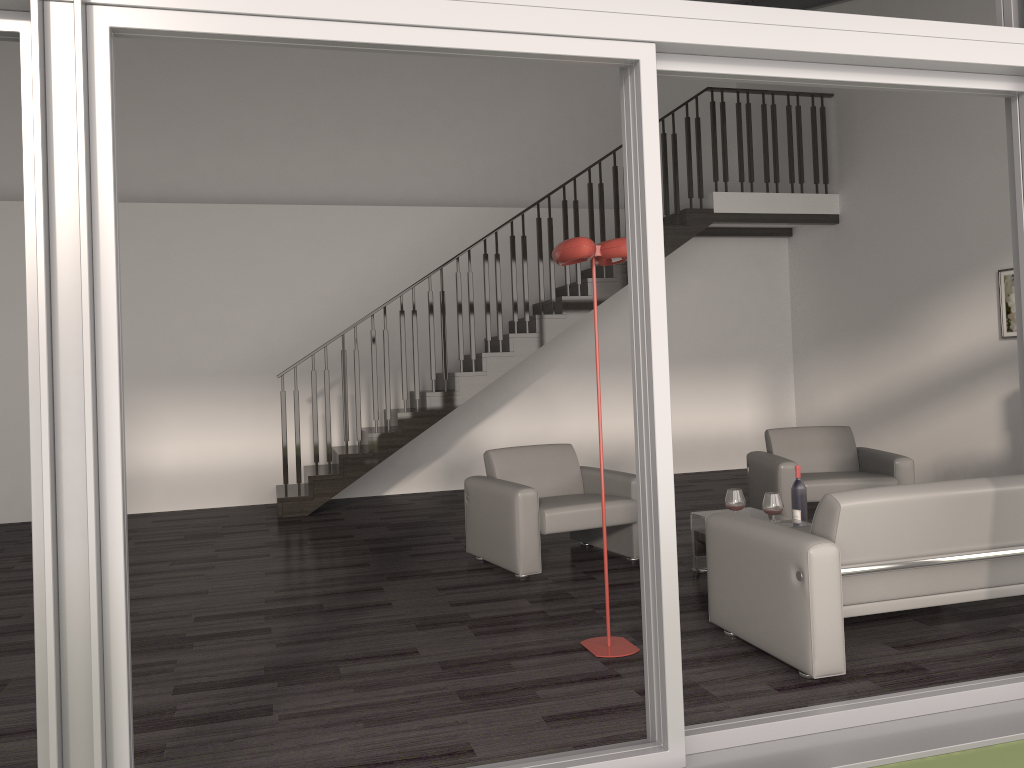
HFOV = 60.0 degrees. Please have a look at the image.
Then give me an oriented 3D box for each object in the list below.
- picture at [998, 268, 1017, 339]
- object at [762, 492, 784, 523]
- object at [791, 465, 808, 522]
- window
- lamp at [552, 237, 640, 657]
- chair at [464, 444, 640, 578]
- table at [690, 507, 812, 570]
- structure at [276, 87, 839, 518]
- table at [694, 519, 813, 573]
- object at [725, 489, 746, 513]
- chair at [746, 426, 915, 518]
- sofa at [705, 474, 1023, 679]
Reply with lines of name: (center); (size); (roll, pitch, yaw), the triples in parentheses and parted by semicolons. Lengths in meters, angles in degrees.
picture: (4.176, -0.671, 7.286); (0.026, 0.578, 0.393); (-2, -1, -15)
object: (1.436, 0.678, 4.873); (0.116, 0.156, 0.115); (-2, -1, -25)
object: (1.665, 0.658, 5.140); (0.093, 0.371, 0.092); (-2, -1, -17)
window: (0.419, -0.561, 2.737); (9.748, 3.475, 0.385); (-2, -1, -16)
lamp: (0.392, 0.260, 3.907); (0.353, 1.790, 0.364); (-2, -1, -15)
chair: (0.294, 0.778, 5.728); (0.963, 0.718, 0.909); (-2, 0, -25)
table: (1.350, 0.928, 4.997); (0.400, 0.342, 0.680); (-2, 0, -15)
structure: (0.755, -0.983, 9.272); (6.344, 4.098, 0.999); (-2, -1, -16)
table: (1.737, 0.966, 5.103); (1.200, 0.250, 0.600); (-2, 1, -16)
object: (1.276, 0.681, 5.067); (0.116, 0.156, 0.115); (-2, -1, -7)
chair: (2.296, 0.691, 6.444); (0.963, 0.718, 0.910); (-2, 0, 0)
sofa: (2.009, 0.737, 4.041); (2.115, 0.718, 0.901); (-2, 0, -16)
